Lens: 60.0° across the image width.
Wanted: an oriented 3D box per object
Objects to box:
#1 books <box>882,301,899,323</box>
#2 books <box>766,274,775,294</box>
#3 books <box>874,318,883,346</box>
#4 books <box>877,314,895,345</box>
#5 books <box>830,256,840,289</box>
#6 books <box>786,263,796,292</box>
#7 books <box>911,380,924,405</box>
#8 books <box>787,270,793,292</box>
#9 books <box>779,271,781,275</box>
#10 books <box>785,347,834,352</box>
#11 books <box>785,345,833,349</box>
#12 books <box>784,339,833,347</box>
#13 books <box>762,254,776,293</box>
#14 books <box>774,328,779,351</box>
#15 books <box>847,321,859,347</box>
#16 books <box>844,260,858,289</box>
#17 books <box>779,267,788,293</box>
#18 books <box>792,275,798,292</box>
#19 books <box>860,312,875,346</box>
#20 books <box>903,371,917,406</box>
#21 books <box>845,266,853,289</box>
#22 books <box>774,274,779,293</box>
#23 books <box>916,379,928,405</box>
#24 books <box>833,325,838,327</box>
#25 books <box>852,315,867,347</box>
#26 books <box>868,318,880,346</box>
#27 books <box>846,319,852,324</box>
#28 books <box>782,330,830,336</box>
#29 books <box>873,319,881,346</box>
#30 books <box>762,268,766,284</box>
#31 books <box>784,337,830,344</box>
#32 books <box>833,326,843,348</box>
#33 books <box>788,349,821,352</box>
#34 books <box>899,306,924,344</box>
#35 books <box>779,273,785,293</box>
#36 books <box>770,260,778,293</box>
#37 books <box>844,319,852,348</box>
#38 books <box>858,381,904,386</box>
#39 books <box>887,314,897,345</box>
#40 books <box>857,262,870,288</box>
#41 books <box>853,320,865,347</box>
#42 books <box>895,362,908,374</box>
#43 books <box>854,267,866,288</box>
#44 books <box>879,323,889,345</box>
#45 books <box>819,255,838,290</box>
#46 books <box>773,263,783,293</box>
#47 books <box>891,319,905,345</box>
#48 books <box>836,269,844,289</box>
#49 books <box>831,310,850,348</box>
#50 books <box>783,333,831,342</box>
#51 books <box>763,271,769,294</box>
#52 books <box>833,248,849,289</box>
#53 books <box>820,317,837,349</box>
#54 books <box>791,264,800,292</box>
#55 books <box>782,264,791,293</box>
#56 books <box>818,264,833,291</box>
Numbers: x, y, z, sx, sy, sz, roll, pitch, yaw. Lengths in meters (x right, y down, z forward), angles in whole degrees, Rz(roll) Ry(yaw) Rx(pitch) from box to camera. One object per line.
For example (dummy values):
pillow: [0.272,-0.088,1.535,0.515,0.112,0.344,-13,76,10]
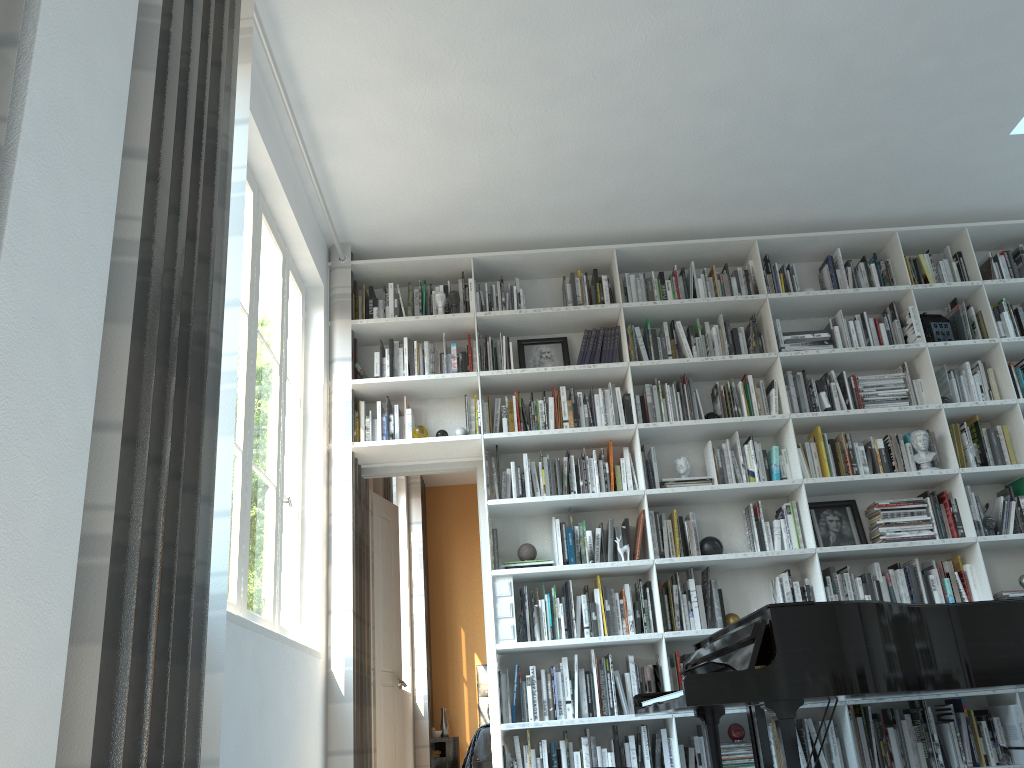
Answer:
books: [2.259,-0.304,5.234,0.012,0.333,0.156,-4,-21,-1]
books: [1.537,-0.535,5.324,0.026,0.193,0.167,-4,-22,-1]
books: [2.132,-0.250,5.207,0.012,0.229,0.159,-4,-21,-1]
books: [2.182,-0.263,5.207,0.032,0.247,0.174,-4,-21,-1]
books: [1.934,-0.607,5.354,0.011,0.295,0.158,-4,-21,-1]
books: [1.668,-0.572,5.338,0.005,0.254,0.169,-4,-21,-1]
books: [2.297,0.099,5.082,0.029,0.197,0.172,-4,-22,-1]
books: [1.659,-0.554,5.333,0.016,0.218,0.144,-4,-21,-1]
books: [1.621,-0.549,5.357,0.006,0.232,0.136,-4,-21,-1]
books: [1.713,-0.174,5.190,0.285,0.012,0.160,-3,-22,-4]
books: [1.712,-0.185,5.196,0.285,0.012,0.160,-3,-22,-3]
books: [1.713,-0.204,5.196,0.285,0.024,0.160,-6,-22,3]
books: [1.552,-0.599,5.363,0.014,0.339,0.145,-4,-21,-1]
books: [1.533,-0.202,5.201,0.013,0.217,0.142,-4,-21,-1]
books: [1.977,-0.233,5.202,0.027,0.215,0.191,-4,-22,-1]
books: [2.044,-0.597,5.363,0.028,0.268,0.140,-4,-21,-1]
books: [1.631,-0.561,5.347,0.014,0.247,0.140,-4,-21,-1]
books: [1.690,-0.538,5.334,0.010,0.186,0.153,-4,-22,-1]
books: [2.069,-0.263,5.216,0.023,0.268,0.185,-4,-21,-1]
books: [2.262,0.071,5.079,0.012,0.253,0.161,-4,-21,-1]
books: [2.008,-0.574,5.335,0.050,0.210,0.173,-4,-22,-1]
books: [1.580,-0.536,5.345,0.011,0.204,0.146,-4,-21,-1]
books: [2.326,0.096,5.089,0.030,0.204,0.159,-4,-21,-1]
books: [1.909,-0.222,5.228,0.024,0.222,0.129,-4,-21,-1]
books: [2.043,-0.255,5.235,0.029,0.272,0.141,-4,-21,-1]
books: [2.094,-0.246,5.200,0.023,0.222,0.191,-4,-22,-1]
books: [1.996,-0.243,5.219,0.012,0.243,0.132,-4,-21,-1]
books: [1.708,-0.267,5.234,0.285,0.024,0.160,-4,-22,-1]
books: [2.121,-0.247,5.213,0.010,0.229,0.153,-4,-21,-1]
books: [1.487,-0.561,5.328,0.026,0.252,0.186,-4,-21,-1]
books: [1.711,-0.225,5.207,0.254,0.025,0.161,-2,-22,-5]
books: [1.885,-0.214,5.193,0.025,0.186,0.194,-4,-22,-1]
books: [1.714,-0.163,5.185,0.254,0.012,0.161,-3,-22,-4]
books: [2.297,-0.285,5.158,0.037,0.236,0.273,-4,-22,-1]
books: [1.608,-0.538,5.331,0.023,0.195,0.173,-4,-22,-1]
books: [1.566,-0.581,5.350,0.010,0.295,0.153,-4,-21,-1]
books: [1.942,-0.240,5.207,0.021,0.236,0.172,-4,-21,-1]
books: [2.101,0.027,5.105,0.254,0.012,0.161,-6,-22,3]
books: [2.212,-0.265,5.225,0.029,0.260,0.133,-4,-21,-1]
books: [2.104,-0.591,5.345,0.023,0.235,0.154,-4,-21,-1]
books: [2.017,-0.236,5.206,0.028,0.218,0.184,-4,-22,-1]
books: [2.272,0.046,5.106,0.012,0.317,0.140,-4,-21,-1]
books: [2.077,-0.575,5.334,0.033,0.202,0.167,-4,-22,-1]
books: [2.154,-0.233,5.196,0.029,0.187,0.176,-4,-22,-1]
books: [1.911,-0.607,5.345,0.014,0.291,0.176,-4,-21,-1]
books: [1.588,-0.574,5.331,0.011,0.264,0.164,-4,-21,-1]
books: [2.243,-0.245,5.202,0.029,0.201,0.192,-4,-22,-1]
books: [1.958,-0.563,5.350,0.031,0.207,0.147,-4,-21,-1]
books: [1.924,-0.266,5.201,0.011,0.283,0.191,-4,-21,-1]
books: [1.709,-0.246,5.220,0.285,0.024,0.160,-4,-22,1]
books: [1.512,-0.544,5.341,0.023,0.227,0.157,-4,-21,-1]
books: [1.974,-0.630,5.352,0.010,0.330,0.187,-4,-21,-1]
books: [1.865,-0.242,5.209,0.012,0.253,0.161,-4,-21,-1]
books: [1.698,-0.573,5.341,0.011,0.255,0.144,-4,-21,-1]
books: [1.643,-0.572,5.345,0.013,0.263,0.147,-4,-21,-1]
books: [1.901,-0.577,5.353,0.012,0.244,0.151,-4,-21,-1]
